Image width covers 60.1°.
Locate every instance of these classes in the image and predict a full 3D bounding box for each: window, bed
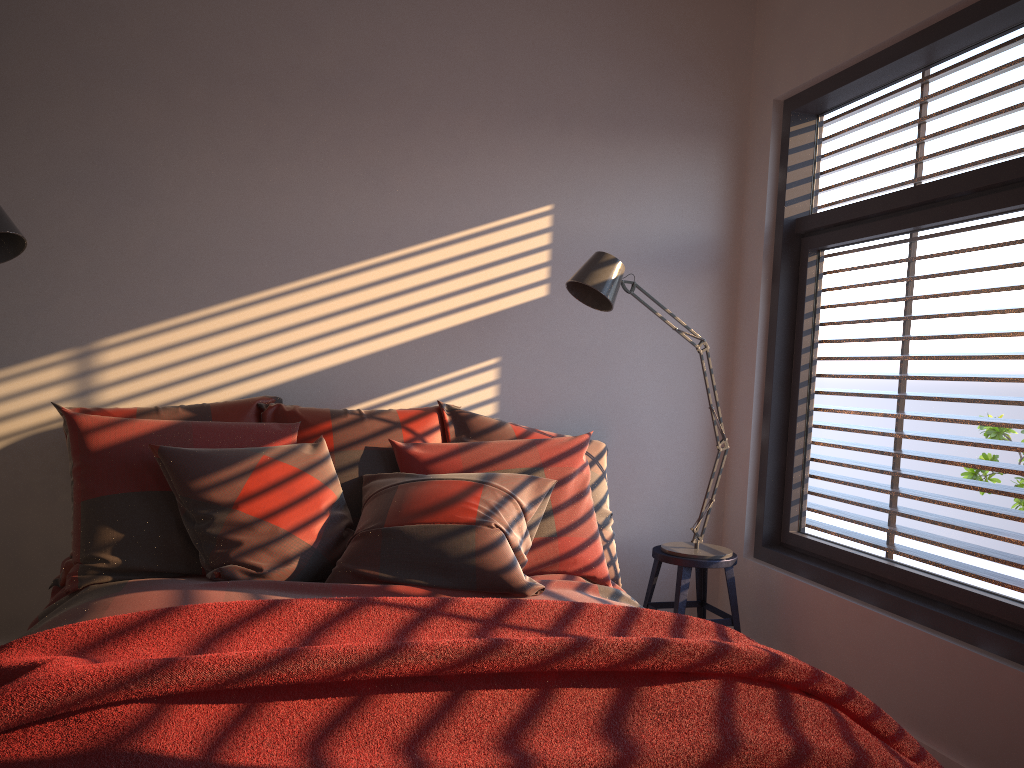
[{"bbox_3d":[1.522,-0.185,2.531,0.170,1.945,2.629,2,2,-15],"label":"window"},{"bbox_3d":[-0.323,0.728,2.385,2.037,0.772,2.307,2,1,-16],"label":"bed"}]

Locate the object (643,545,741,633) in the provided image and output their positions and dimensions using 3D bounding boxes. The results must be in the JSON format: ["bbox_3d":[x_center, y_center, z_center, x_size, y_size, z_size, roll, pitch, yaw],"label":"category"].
[{"bbox_3d":[0.714,0.908,3.541,0.338,0.482,0.341,2,3,-17],"label":"object"}]

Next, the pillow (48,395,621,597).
[{"bbox_3d":[-0.462,0.427,2.957,2.143,0.736,1.141,2,2,-17],"label":"pillow"}]

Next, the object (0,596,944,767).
[{"bbox_3d":[-0.179,0.809,1.743,2.646,0.662,0.681,3,2,-14],"label":"object"}]

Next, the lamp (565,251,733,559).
[{"bbox_3d":[0.527,0.095,3.384,0.789,1.131,0.278,2,4,-23],"label":"lamp"}]

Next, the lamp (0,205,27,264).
[{"bbox_3d":[-1.853,-0.013,2.734,0.787,1.131,0.279,4,4,25],"label":"lamp"}]

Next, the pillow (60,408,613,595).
[{"bbox_3d":[-0.547,0.395,2.966,1.815,0.553,0.526,3,2,-15],"label":"pillow"}]
